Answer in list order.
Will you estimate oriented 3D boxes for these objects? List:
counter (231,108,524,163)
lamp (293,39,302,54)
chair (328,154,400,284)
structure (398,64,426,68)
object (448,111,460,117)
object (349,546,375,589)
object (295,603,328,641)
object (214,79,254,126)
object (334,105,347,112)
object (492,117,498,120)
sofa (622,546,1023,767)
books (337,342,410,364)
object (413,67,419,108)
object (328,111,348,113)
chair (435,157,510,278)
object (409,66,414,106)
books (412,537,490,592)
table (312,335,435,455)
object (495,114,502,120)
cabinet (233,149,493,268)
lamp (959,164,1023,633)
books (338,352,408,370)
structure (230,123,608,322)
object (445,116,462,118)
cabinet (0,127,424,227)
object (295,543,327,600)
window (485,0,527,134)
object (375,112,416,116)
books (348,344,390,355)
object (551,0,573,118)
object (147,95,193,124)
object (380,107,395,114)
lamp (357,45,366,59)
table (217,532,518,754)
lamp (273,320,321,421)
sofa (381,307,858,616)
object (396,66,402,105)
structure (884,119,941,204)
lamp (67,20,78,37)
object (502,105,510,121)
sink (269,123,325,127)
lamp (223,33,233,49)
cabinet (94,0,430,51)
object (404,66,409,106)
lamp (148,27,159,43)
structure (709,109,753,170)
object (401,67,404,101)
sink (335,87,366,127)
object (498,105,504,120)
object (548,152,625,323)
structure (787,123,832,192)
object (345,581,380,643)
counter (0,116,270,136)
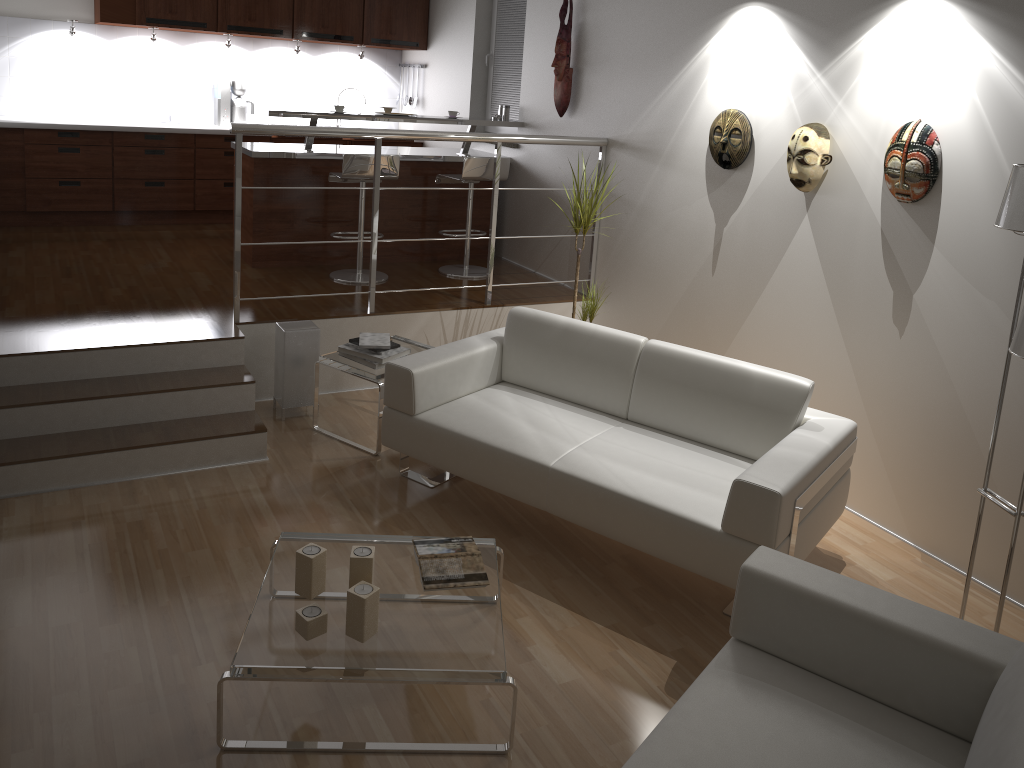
[{"bbox_3d":[-0.904,-1.837,6.459,2.111,0.308,0.867,-7,21,-29],"label":"counter"},{"bbox_3d":[-1.860,-2.919,7.582,0.080,0.120,0.083,6,14,10],"label":"lamp"},{"bbox_3d":[-0.990,-1.114,5.781,0.389,0.821,0.439,-2,14,-25],"label":"chair"},{"bbox_3d":[-0.947,-3.009,8.280,0.049,0.033,0.618,-5,21,-28],"label":"structure"},{"bbox_3d":[-0.424,-1.950,6.333,0.079,0.044,0.069,6,17,7],"label":"object"},{"bbox_3d":[-0.441,0.569,2.565,0.067,0.190,0.069,3,12,-5],"label":"object"},{"bbox_3d":[-0.562,0.660,2.455,0.068,0.072,0.069,-10,20,-43],"label":"object"},{"bbox_3d":[-2.448,-2.485,7.748,0.331,0.392,0.168,-4,14,-29],"label":"object"},{"bbox_3d":[-1.157,-1.848,5.885,0.079,0.044,0.069,8,17,14],"label":"object"},{"bbox_3d":[-0.125,-1.993,6.572,0.051,0.018,0.052,-5,20,-26],"label":"object"},{"bbox_3d":[0.530,0.963,1.553,0.922,0.714,1.819,15,21,33],"label":"sofa"},{"bbox_3d":[-0.689,-0.170,4.386,0.291,0.026,0.232,15,22,28],"label":"books"},{"bbox_3d":[-0.889,-2.750,8.118,0.024,0.370,0.073,-2,13,-29],"label":"object"},{"bbox_3d":[-1.175,-1.826,5.885,0.130,0.008,0.145,-5,21,-26],"label":"object"},{"bbox_3d":[-0.293,-1.196,6.165,0.389,0.821,0.438,-4,15,-33],"label":"chair"},{"bbox_3d":[-0.929,-2.801,8.233,0.043,0.353,0.093,-2,13,-29],"label":"object"},{"bbox_3d":[-0.202,0.571,2.812,0.203,0.054,0.303,-1,19,-14],"label":"books"},{"bbox_3d":[-0.654,0.036,4.507,0.472,0.387,0.561,15,19,34],"label":"table"},{"bbox_3d":[-0.103,-2.000,6.558,0.051,0.044,0.052,9,16,17],"label":"object"},{"bbox_3d":[-1.073,-1.340,6.564,1.856,0.726,0.654,-6,18,-29],"label":"cabinet"},{"bbox_3d":[1.575,0.155,2.749,0.208,1.618,0.376,2,11,-10],"label":"lamp"},{"bbox_3d":[-0.691,-0.144,4.391,0.293,0.026,0.231,19,24,38],"label":"books"},{"bbox_3d":[-0.455,-0.951,5.119,2.333,1.018,0.059,-6,14,-29],"label":"structure"},{"bbox_3d":[-0.436,-1.927,6.330,0.143,0.008,0.132,19,24,37],"label":"object"},{"bbox_3d":[-2.532,-1.839,7.639,3.518,0.773,0.702,-7,18,-29],"label":"cabinet"},{"bbox_3d":[-0.605,0.557,2.633,0.068,0.146,0.068,11,14,30],"label":"object"},{"bbox_3d":[0.016,-2.566,6.924,0.142,1.226,0.870,-2,15,-29],"label":"window"},{"bbox_3d":[-0.817,-1.906,6.188,0.310,0.010,0.226,-5,21,-26],"label":"object"},{"bbox_3d":[-0.688,-0.190,4.382,0.220,0.014,0.155,15,22,28],"label":"books"},{"bbox_3d":[0.356,-2.189,5.891,0.152,0.764,0.155,7,11,15],"label":"object"},{"bbox_3d":[-2.944,-2.368,7.543,0.371,0.233,0.161,-5,16,-28],"label":"object"},{"bbox_3d":[-0.866,-1.920,6.147,0.140,0.040,0.134,-5,21,-27],"label":"object"},{"bbox_3d":[-1.353,-2.979,7.862,0.080,0.120,0.083,6,14,10],"label":"lamp"},{"bbox_3d":[-0.407,0.757,2.686,0.793,0.241,0.728,3,18,-4],"label":"table"},{"bbox_3d":[-1.134,-0.077,4.618,0.193,0.465,0.205,-3,14,-29],"label":"lamp"},{"bbox_3d":[0.403,0.217,3.694,1.814,0.715,0.924,17,20,34],"label":"sofa"},{"bbox_3d":[-1.097,-2.889,8.480,0.033,0.370,0.066,-2,12,-29],"label":"object"},{"bbox_3d":[1.639,-0.925,3.637,0.075,0.343,0.273,-2,15,-29],"label":"structure"},{"bbox_3d":[-3.383,-2.739,6.741,0.080,0.120,0.083,6,14,10],"label":"lamp"},{"bbox_3d":[-0.042,-2.031,6.563,0.054,0.108,0.053,16,17,43],"label":"object"},{"bbox_3d":[-1.898,-2.232,7.931,0.603,0.193,0.621,-6,21,-28],"label":"sink"},{"bbox_3d":[-2.368,-2.859,7.302,0.080,0.120,0.083,6,14,10],"label":"lamp"},{"bbox_3d":[-2.091,-3.317,7.569,2.730,0.615,0.672,-6,18,-29],"label":"cabinet"},{"bbox_3d":[-1.001,-2.829,8.321,0.020,0.366,0.110,-2,13,-29],"label":"object"},{"bbox_3d":[-2.876,-2.799,7.021,0.080,0.120,0.083,6,14,10],"label":"lamp"},{"bbox_3d":[1.115,-1.276,4.564,0.069,0.305,0.327,-2,16,-28],"label":"structure"},{"bbox_3d":[-1.053,-2.870,8.427,0.008,0.365,0.034,-2,12,-29],"label":"object"},{"bbox_3d":[-1.310,-2.480,8.214,0.674,0.560,0.620,-5,18,-29],"label":"sink"},{"bbox_3d":[-0.076,-2.048,6.610,0.054,0.106,0.053,16,17,43],"label":"object"},{"bbox_3d":[0.366,-0.582,4.931,0.502,1.427,0.454,1,12,-17],"label":"object"},{"bbox_3d":[1.355,-1.056,4.085,0.130,0.318,0.250,-2,15,-28],"label":"structure"},{"bbox_3d":[-0.418,0.631,2.454,0.068,0.146,0.068,11,14,29],"label":"object"},{"bbox_3d":[-3.118,-2.129,7.232,2.111,0.038,0.704,-7,22,-29],"label":"counter"}]
